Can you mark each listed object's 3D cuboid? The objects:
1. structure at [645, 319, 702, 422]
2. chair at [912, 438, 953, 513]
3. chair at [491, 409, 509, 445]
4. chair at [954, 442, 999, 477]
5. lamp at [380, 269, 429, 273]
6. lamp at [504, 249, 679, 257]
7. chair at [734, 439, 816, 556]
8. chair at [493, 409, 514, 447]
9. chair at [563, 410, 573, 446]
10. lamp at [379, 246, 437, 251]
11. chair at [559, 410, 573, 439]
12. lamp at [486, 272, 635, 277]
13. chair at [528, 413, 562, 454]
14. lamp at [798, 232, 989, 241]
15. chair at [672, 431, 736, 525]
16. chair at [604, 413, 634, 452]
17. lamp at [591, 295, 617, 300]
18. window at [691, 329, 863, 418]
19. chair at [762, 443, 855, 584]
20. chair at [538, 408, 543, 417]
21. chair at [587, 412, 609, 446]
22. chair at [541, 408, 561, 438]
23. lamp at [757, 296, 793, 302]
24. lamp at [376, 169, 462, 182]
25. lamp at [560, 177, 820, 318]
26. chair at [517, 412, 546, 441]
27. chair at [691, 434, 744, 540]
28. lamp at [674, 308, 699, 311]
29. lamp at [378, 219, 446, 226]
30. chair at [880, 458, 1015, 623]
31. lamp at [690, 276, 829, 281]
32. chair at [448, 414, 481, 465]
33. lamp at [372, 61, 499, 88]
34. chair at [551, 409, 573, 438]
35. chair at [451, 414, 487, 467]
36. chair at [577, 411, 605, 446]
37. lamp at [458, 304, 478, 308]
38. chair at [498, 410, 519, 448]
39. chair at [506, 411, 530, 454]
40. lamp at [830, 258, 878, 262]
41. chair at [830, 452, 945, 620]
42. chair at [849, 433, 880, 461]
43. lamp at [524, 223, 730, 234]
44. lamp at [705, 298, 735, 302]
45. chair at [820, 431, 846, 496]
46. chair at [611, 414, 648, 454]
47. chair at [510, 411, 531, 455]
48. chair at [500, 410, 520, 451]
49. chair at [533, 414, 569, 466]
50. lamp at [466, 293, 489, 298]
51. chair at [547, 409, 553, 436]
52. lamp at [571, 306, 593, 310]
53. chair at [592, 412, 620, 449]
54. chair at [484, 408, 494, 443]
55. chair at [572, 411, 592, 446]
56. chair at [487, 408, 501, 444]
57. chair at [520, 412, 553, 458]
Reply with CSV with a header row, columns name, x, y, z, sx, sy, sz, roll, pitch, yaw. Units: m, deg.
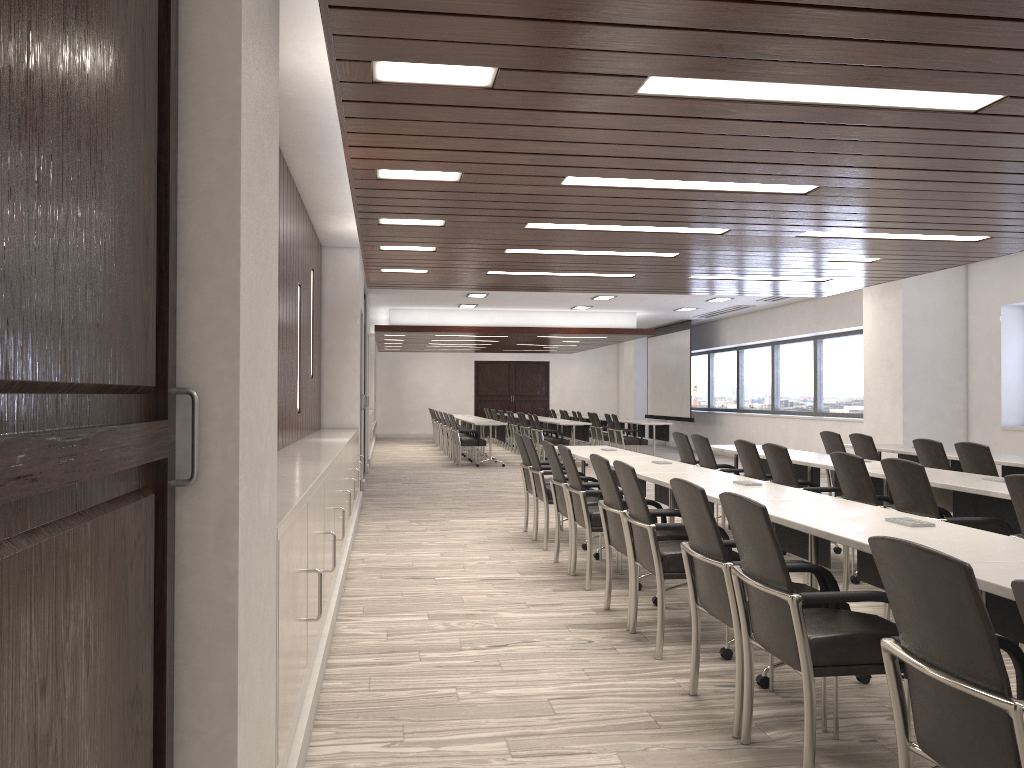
name,x,y,z,sx,sy,sz,roll,pitch,yaw
structure,3.644,-0.322,20.774,0.438,2.329,3.550,0,-1,-8
chair,3.542,0.898,6.996,0.638,0.939,0.513,0,-1,-8
chair,-0.226,1.107,22.807,0.638,0.939,0.513,0,-1,-8
chair,3.621,0.891,6.479,0.638,0.939,0.513,0,-1,-8
lamp,-1.038,-1.117,8.560,0.464,0.045,0.236,0,-1,-8
lamp,0.679,-1.129,7.472,1.496,0.045,0.236,0,-1,-8
chair,2.050,0.892,6.776,0.638,0.939,0.513,0,-1,-8
chair,-0.160,1.100,22.292,0.638,0.939,0.513,0,-1,-8
chair,1.543,1.086,20.988,0.638,0.939,0.513,0,-1,-8
lamp,-0.851,-1.134,7.254,0.464,0.045,0.236,0,-1,-8
chair,1.475,1.093,21.509,0.638,0.939,0.513,0,-1,-9
lamp,0.493,-1.111,8.779,1.496,0.045,0.236,0,-1,-8
chair,0.618,1.026,16.787,0.638,0.939,0.513,0,-1,-9
lamp,2.875,-1.135,6.675,1.496,0.045,0.236,0,-1,-8
chair,1.842,0.912,8.291,0.638,0.939,0.513,0,-1,-9
chair,2.102,1.032,16.992,0.638,0.939,0.513,0,-1,-9
lamp,1.548,-1.502,14.910,0.324,0.120,0.519,0,-1,-8
window,5.189,-0.118,17.451,0.118,1.419,10.452,0,-1,-8
chair,2.122,0.885,6.257,0.638,0.939,0.513,0,-1,-9
chair,1.035,1.133,24.519,0.638,0.939,0.513,0,-1,-8
chair,1.903,1.052,18.504,0.638,0.939,0.513,0,-1,-9
chair,1.100,1.126,24.002,0.638,0.939,0.513,0,-1,-7
lamp,4.111,-1.348,9.460,1.499,0.552,12.001,0,-1,8
lamp,-0.509,-1.167,4.858,0.464,0.045,0.236,0,-1,-8
lamp,2.723,-1.322,11.612,1.469,0.552,14.295,0,-1,15
chair,0.420,1.046,18.284,0.638,0.939,0.513,0,-1,-8
chair,1.915,0.905,7.769,0.638,0.939,0.513,0,-1,-9
lamp,3.317,-1.472,16.892,0.324,0.120,0.519,0,-1,-8
lamp,-0.696,-1.149,6.165,0.464,0.045,0.236,0,-1,-8
chair,2.354,0.865,4.758,0.638,0.939,0.513,0,-1,-9
lamp,2.533,-1.103,9.070,1.496,0.045,0.236,0,-1,-8
chair,-0.874,1.020,16.563,0.638,0.939,0.513,0,-1,-9
lamp,-0.291,-1.187,3.334,0.464,0.045,0.236,0,-1,-8
chair,1.317,1.106,22.495,0.638,0.939,0.513,0,-1,-9
chair,-0.792,1.013,16.047,0.638,0.939,0.513,0,-1,-7
chair,1.747,1.065,19.482,0.638,0.939,0.513,0,-1,-8
lamp,-0.811,-1.488,16.302,0.324,0.120,0.519,0,-1,-8
chair,-0.014,1.087,21.303,0.638,0.939,0.513,0,-1,-8
chair,0.193,1.067,19.786,0.638,0.939,0.513,0,-1,-7
lamp,3.019,-1.120,7.806,0.421,0.046,0.236,0,-1,-8
chair,2.261,0.872,5.280,0.638,0.939,0.513,0,-1,-7
chair,3.406,0.911,7.983,0.638,0.939,0.513,0,-1,-8
lamp,0.835,-1.143,6.383,1.496,0.045,0.236,0,-1,-8
lamp,3.559,-1.495,15.198,0.324,0.120,0.519,0,-1,-8
chair,3.316,0.918,8.497,0.638,0.939,0.513,0,-1,-8
chair,2.176,1.025,16.475,0.638,0.939,0.513,0,-1,-7
chair,0.269,1.060,19.274,0.638,0.939,0.513,0,-1,-8
chair,0.050,1.080,20.783,0.638,0.939,0.513,0,-1,-8
chair,0.706,1.019,16.261,0.638,0.939,0.513,0,-1,-8
lamp,-0.569,-1.510,14.608,0.324,0.120,0.519,0,-1,-8
chair,1.243,1.113,23.023,0.638,0.939,0.513,0,-1,-8
lamp,1.306,-1.480,16.604,0.324,0.120,0.519,0,-1,-8
chair,1.959,1.045,17.984,0.638,0.939,0.513,0,-1,-8
chair,-0.454,1.127,24.309,0.638,0.939,0.513,0,-1,-9
chair,1.674,1.072,20.002,0.638,0.939,0.513,0,-1,-7
chair,-0.364,1.120,23.798,0.638,0.939,0.513,0,-1,-8
chair,0.493,1.040,17.770,0.638,0.939,0.513,0,-1,-9
